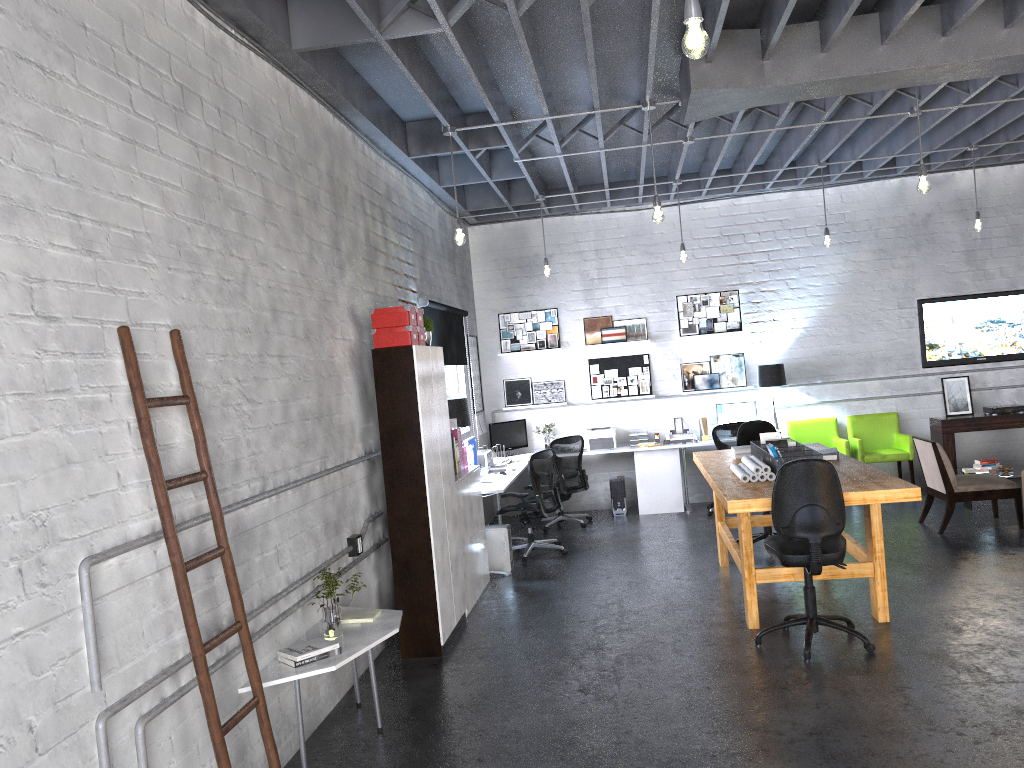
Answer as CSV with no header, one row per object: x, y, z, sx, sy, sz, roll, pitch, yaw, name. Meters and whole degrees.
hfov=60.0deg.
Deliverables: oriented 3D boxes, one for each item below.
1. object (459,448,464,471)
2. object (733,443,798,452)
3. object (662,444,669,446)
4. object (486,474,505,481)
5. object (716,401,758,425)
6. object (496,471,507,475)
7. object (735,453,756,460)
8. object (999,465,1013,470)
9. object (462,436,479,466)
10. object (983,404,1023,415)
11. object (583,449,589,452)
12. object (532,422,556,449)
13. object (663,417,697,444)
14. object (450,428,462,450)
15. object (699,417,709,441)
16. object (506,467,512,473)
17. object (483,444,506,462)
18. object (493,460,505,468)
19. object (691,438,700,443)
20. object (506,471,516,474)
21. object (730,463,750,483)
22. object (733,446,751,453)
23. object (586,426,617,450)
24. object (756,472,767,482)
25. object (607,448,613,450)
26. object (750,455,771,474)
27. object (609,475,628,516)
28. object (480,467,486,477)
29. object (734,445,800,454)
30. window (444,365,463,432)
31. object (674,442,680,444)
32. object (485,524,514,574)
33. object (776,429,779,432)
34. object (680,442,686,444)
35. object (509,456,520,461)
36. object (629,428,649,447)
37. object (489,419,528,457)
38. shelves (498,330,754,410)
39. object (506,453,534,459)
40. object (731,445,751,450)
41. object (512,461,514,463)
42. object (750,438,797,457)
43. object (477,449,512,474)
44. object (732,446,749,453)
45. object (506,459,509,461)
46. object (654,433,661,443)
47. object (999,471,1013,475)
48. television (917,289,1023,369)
-0.532,0.652,7.555,0.214,0.177,0.161,-5,1,8,object
2.076,0.529,7.244,0.520,0.047,0.046,-5,1,8,object
1.801,0.715,10.389,0.008,0.007,0.141,-4,1,42,object
-0.165,0.912,8.640,0.181,0.028,0.422,-5,1,-2,object
2.683,0.426,10.568,0.465,0.417,0.211,-5,2,13,object
-0.104,0.898,8.928,0.114,0.036,0.058,-5,1,-2,object
2.071,0.570,7.175,0.520,0.047,0.047,-5,1,8,object
5.249,0.886,9.442,0.151,0.040,0.151,-5,1,25,object
-0.445,0.742,8.706,0.212,0.417,0.465,-5,1,8,object
5.648,0.295,10.168,0.371,0.082,0.266,-5,1,8,object
0.859,0.791,10.567,0.103,0.021,0.131,-5,1,-12,object
0.425,0.654,10.923,0.297,0.363,0.271,-6,2,-37,object
2.001,0.555,10.669,0.405,0.280,0.399,-5,1,8,object
-0.548,0.476,7.549,0.214,0.177,0.161,-5,1,8,object
2.300,0.539,10.624,0.087,0.259,0.236,-5,1,8,object
-0.023,0.875,9.009,0.078,0.049,0.062,-6,1,-22,object
-0.244,0.808,10.071,0.324,0.208,0.233,-5,1,8,object
-0.287,0.888,9.738,0.392,0.064,0.259,-5,1,8,object
2.146,0.662,10.377,0.095,0.050,0.095,-6,1,-24,object
-0.028,0.900,9.007,0.119,0.016,0.119,-5,1,25,object
1.617,0.630,6.306,0.057,0.058,0.635,-5,1,8,object
2.082,0.527,7.290,0.520,0.047,0.046,-5,1,8,object
1.092,0.659,10.803,0.351,0.235,0.350,-5,1,8,object
1.729,0.620,6.291,0.057,0.058,0.635,-5,1,8,object
1.155,0.768,10.489,0.075,0.016,0.017,-5,1,33,object
1.754,0.569,6.285,0.057,0.057,0.635,-5,1,8,object
1.285,1.343,10.692,0.180,0.411,0.475,-5,1,8,object
-0.329,0.890,8.995,0.082,0.090,0.090,-4,2,33,object
2.069,0.530,7.189,0.519,0.047,0.046,-5,1,6,object
-0.736,-0.053,9.093,0.030,1.220,1.820,-5,1,8,window
1.939,0.698,10.440,0.125,0.011,0.011,-6,2,-44,object
-0.246,1.524,8.163,0.478,0.411,0.200,-5,2,8,object
3.035,0.567,10.212,0.069,0.083,0.090,-5,1,7,object
2.005,0.692,10.382,0.017,0.016,0.076,-6,1,-32,object
0.031,0.858,10.207,0.130,0.049,0.130,-5,1,25,object
1.537,0.646,10.739,0.229,0.181,0.316,-5,1,8,object
-0.049,0.667,10.807,0.147,0.427,0.559,-3,2,44,object
1.361,-0.160,10.818,3.024,0.694,0.199,-5,2,8,shelves
0.145,0.854,10.528,0.421,0.028,0.181,-6,1,-32,object
2.094,0.525,7.382,0.520,0.047,0.046,-5,1,8,object
0.009,0.882,10.020,0.057,0.013,0.013,-5,1,0,object
2.063,0.529,6.988,0.316,0.156,0.306,-5,1,8,object
-0.250,0.808,9.301,0.485,0.230,0.420,-5,1,8,object
2.088,0.526,7.335,0.520,0.047,0.046,-5,1,8,object
-0.084,0.884,10.237,0.138,0.020,0.030,-5,1,13,object
1.760,0.654,10.753,0.093,0.116,0.067,-5,2,8,object
5.077,0.911,9.110,0.137,0.031,0.137,-5,1,33,object
5.439,-0.644,10.328,1.324,0.817,0.021,-5,2,7,television
